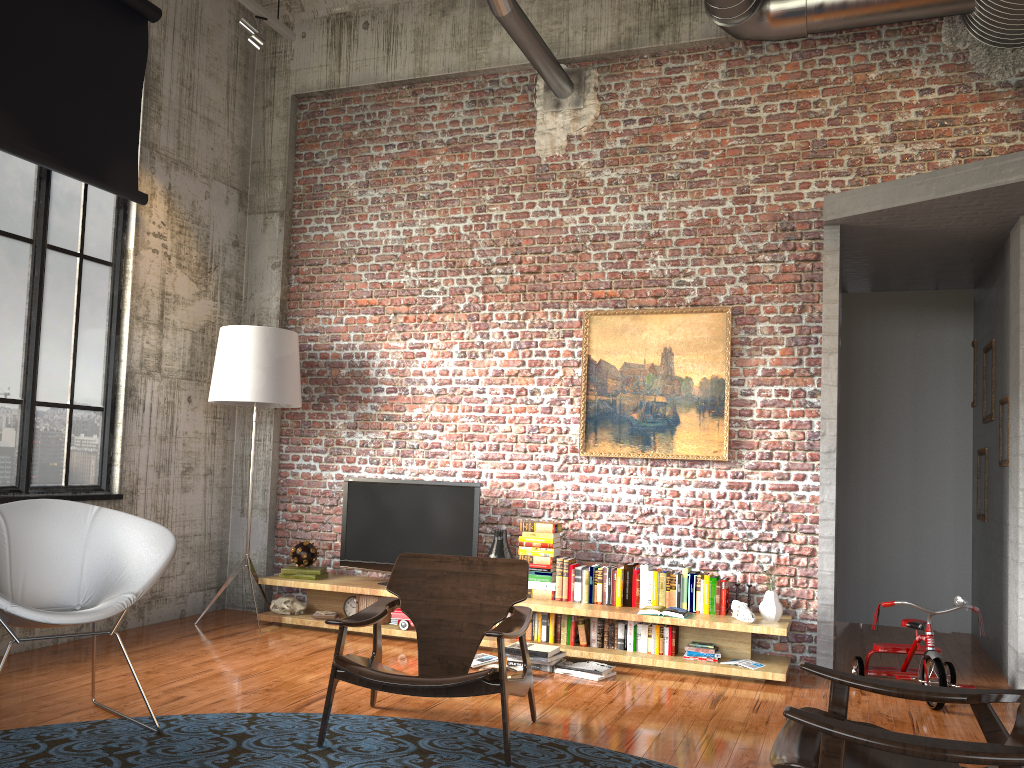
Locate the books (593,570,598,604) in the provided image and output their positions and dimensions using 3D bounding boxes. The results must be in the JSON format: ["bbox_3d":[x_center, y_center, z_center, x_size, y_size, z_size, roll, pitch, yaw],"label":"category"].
[{"bbox_3d":[0.601,1.403,6.147,0.027,0.223,0.161,1,-4,21],"label":"books"}]

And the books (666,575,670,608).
[{"bbox_3d":[1.071,1.411,6.004,0.027,0.223,0.161,1,-4,20],"label":"books"}]

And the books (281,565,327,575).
[{"bbox_3d":[-1.611,1.445,6.880,0.302,0.037,0.243,2,-5,1],"label":"books"}]

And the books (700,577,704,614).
[{"bbox_3d":[1.283,1.412,5.926,0.027,0.223,0.161,1,-4,20],"label":"books"}]

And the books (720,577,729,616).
[{"bbox_3d":[1.413,1.410,5.887,0.037,0.230,0.168,1,-4,20],"label":"books"}]

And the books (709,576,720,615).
[{"bbox_3d":[1.350,1.405,5.910,0.045,0.239,0.175,1,-4,20],"label":"books"}]

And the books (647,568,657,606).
[{"bbox_3d":[0.960,1.396,6.050,0.034,0.253,0.183,1,-4,20],"label":"books"}]

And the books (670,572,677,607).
[{"bbox_3d":[1.107,1.404,6.000,0.045,0.239,0.175,1,-4,20],"label":"books"}]

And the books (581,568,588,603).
[{"bbox_3d":[0.519,1.402,6.174,0.027,0.223,0.161,1,-4,21],"label":"books"}]

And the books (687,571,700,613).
[{"bbox_3d":[1.220,1.394,5.954,0.060,0.259,0.180,1,-4,20],"label":"books"}]

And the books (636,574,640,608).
[{"bbox_3d":[0.879,1.410,6.071,0.026,0.223,0.161,1,-4,20],"label":"books"}]

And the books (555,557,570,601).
[{"bbox_3d":[0.357,1.368,6.235,0.044,0.290,0.177,1,-4,21],"label":"books"}]

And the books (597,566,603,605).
[{"bbox_3d":[0.629,1.391,6.135,0.032,0.246,0.171,1,-4,21],"label":"books"}]

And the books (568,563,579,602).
[{"bbox_3d":[0.430,1.389,6.214,0.026,0.250,0.160,1,-4,21],"label":"books"}]

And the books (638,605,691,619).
[{"bbox_3d":[0.988,1.478,5.763,0.316,0.040,0.214,0,-5,21],"label":"books"}]

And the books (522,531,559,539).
[{"bbox_3d":[0.212,1.074,6.338,0.231,0.037,0.168,0,-5,21],"label":"books"}]

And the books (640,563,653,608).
[{"bbox_3d":[0.920,1.378,6.067,0.053,0.290,0.176,1,-4,20],"label":"books"}]

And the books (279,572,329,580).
[{"bbox_3d":[-1.613,1.481,6.878,0.302,0.036,0.243,1,-5,13],"label":"books"}]

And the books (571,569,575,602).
[{"bbox_3d":[0.450,1.402,6.196,0.026,0.223,0.161,1,-4,21],"label":"books"}]

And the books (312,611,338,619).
[{"bbox_3d":[-1.408,1.739,6.687,0.166,0.021,0.211,3,-5,-4],"label":"books"}]

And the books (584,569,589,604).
[{"bbox_3d":[0.540,1.401,6.157,0.026,0.223,0.161,1,-4,21],"label":"books"}]

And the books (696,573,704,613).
[{"bbox_3d":[1.259,1.398,5.935,0.026,0.250,0.160,1,-4,20],"label":"books"}]

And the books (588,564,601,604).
[{"bbox_3d":[0.574,1.388,6.160,0.034,0.253,0.183,1,-4,21],"label":"books"}]

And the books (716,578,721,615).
[{"bbox_3d":[1.379,1.412,5.887,0.026,0.223,0.161,1,-4,20],"label":"books"}]

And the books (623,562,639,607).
[{"bbox_3d":[0.820,1.381,6.114,0.066,0.284,0.198,1,-4,20],"label":"books"}]

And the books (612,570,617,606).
[{"bbox_3d":[0.729,1.401,6.114,0.037,0.231,0.168,1,-4,21],"label":"books"}]

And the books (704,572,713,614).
[{"bbox_3d":[1.314,1.398,5.925,0.034,0.253,0.183,1,-4,20],"label":"books"}]

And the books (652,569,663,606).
[{"bbox_3d":[0.990,1.396,6.035,0.034,0.253,0.183,1,-4,20],"label":"books"}]

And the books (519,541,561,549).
[{"bbox_3d":[0.199,1.143,6.330,0.253,0.034,0.183,0,-5,21],"label":"books"}]

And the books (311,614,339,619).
[{"bbox_3d":[-1.413,1.759,6.693,0.211,0.020,0.163,3,-5,-12],"label":"books"}]

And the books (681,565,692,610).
[{"bbox_3d":[1.176,1.379,5.973,0.036,0.290,0.176,1,-4,20],"label":"books"}]

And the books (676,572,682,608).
[{"bbox_3d":[1.140,1.396,5.976,0.034,0.253,0.183,1,-4,20],"label":"books"}]

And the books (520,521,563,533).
[{"bbox_3d":[0.213,1.024,6.348,0.259,0.065,0.198,0,-5,21],"label":"books"}]

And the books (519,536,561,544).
[{"bbox_3d":[0.199,1.109,6.328,0.253,0.034,0.183,0,-5,21],"label":"books"}]

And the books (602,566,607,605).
[{"bbox_3d":[0.660,1.389,6.127,0.032,0.250,0.160,1,-4,21],"label":"books"}]

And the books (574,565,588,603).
[{"bbox_3d":[0.483,1.393,6.183,0.045,0.240,0.175,1,-4,21],"label":"books"}]

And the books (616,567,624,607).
[{"bbox_3d":[0.756,1.388,6.087,0.034,0.253,0.183,1,-4,21],"label":"books"}]

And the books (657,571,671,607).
[{"bbox_3d":[1.033,1.400,6.021,0.057,0.246,0.171,1,-4,20],"label":"books"}]

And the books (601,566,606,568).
[{"bbox_3d":[0.629,1.389,6.134,0.031,0.239,0.165,1,-4,21],"label":"books"}]

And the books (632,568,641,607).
[{"bbox_3d":[0.857,1.397,6.083,0.026,0.250,0.160,1,-4,20],"label":"books"}]

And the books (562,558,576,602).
[{"bbox_3d":[0.403,1.373,6.235,0.040,0.284,0.198,1,-4,21],"label":"books"}]

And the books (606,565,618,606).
[{"bbox_3d":[0.692,1.385,6.117,0.034,0.259,0.180,1,-4,21],"label":"books"}]
